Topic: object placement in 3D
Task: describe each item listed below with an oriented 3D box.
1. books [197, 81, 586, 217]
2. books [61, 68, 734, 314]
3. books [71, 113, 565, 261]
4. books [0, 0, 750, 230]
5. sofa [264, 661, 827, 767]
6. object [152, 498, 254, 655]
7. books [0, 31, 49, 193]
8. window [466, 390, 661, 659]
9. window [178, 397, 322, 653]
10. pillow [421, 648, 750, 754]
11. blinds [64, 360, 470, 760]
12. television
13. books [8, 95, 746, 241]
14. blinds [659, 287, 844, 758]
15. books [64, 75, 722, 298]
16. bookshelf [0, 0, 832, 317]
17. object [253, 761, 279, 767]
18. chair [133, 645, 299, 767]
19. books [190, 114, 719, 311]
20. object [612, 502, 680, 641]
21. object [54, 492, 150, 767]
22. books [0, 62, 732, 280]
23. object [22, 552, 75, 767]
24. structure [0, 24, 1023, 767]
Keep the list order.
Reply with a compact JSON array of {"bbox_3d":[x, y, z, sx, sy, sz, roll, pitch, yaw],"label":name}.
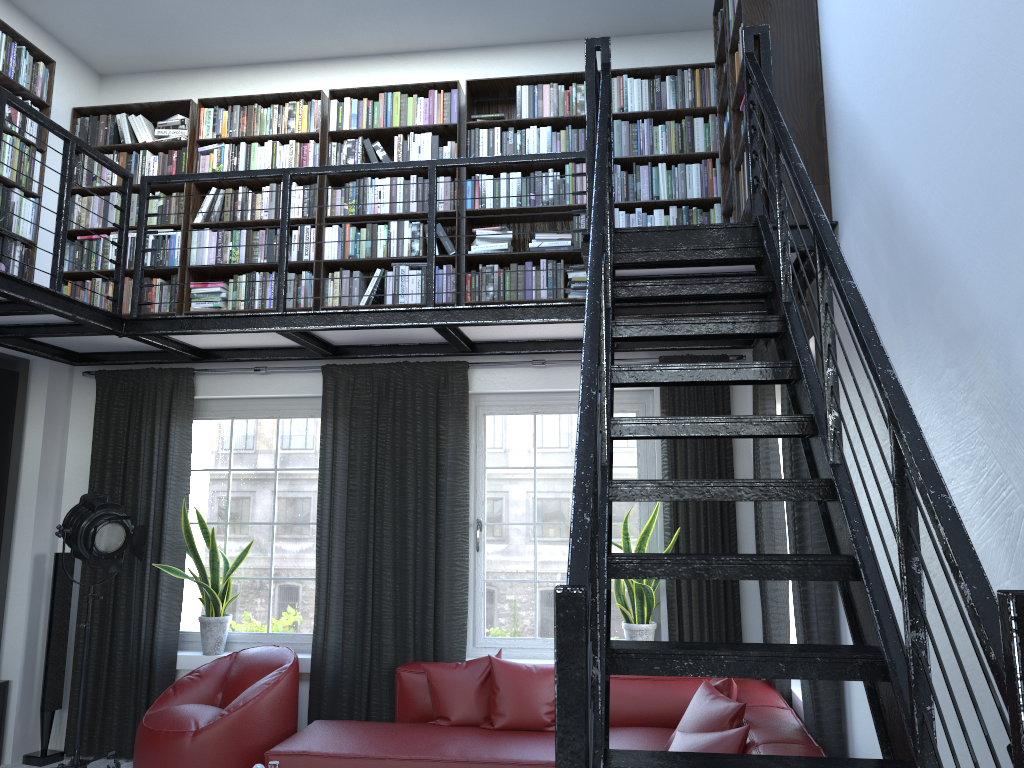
[{"bbox_3d":[-0.741,-1.448,5.692,2.636,0.833,0.212,-1,-10,8],"label":"books"},{"bbox_3d":[-0.824,-1.240,5.159,4.434,1.439,1.277,-1,-10,10],"label":"books"},{"bbox_3d":[-0.740,-1.156,5.624,4.441,1.406,0.240,-1,-11,8],"label":"books"},{"bbox_3d":[-0.887,-1.340,4.421,4.383,1.414,1.162,-1,-10,8],"label":"books"},{"bbox_3d":[-0.049,1.666,3.439,2.541,0.660,3.259,-1,-9,8],"label":"sofa"},{"bbox_3d":[-1.979,1.178,5.422,0.553,0.946,0.522,-3,-11,19],"label":"object"},{"bbox_3d":[-3.056,-1.387,4.172,0.315,1.432,2.192,-2,-9,8],"label":"books"},{"bbox_3d":[0.301,0.844,5.411,1.167,1.616,0.132,-1,-11,8],"label":"window"},{"bbox_3d":[-1.684,0.886,5.693,1.167,1.616,0.132,-1,-11,8],"label":"window"},{"bbox_3d":[0.500,1.557,4.323,0.980,0.404,1.949,7,-11,-39],"label":"pillow"},{"bbox_3d":[-1.507,1.051,5.420,2.508,2.402,0.124,-1,-11,8],"label":"blinds"},{"bbox_3d":[-3.303,0.805,3.813,0.116,2.443,3.331,-2,-9,8],"label":"television"},{"bbox_3d":[-0.947,-1.242,4.171,4.335,1.147,1.588,-1,-9,7],"label":"books"},{"bbox_3d":[1.274,0.887,4.330,0.527,2.396,1.738,2,-10,-10],"label":"blinds"},{"bbox_3d":[-0.738,-1.167,5.630,4.435,1.421,0.225,-1,-11,8],"label":"books"},{"bbox_3d":[-0.928,-1.290,4.285,4.475,1.627,3.069,-1,-9,8],"label":"bookshelf"},{"bbox_3d":[-0.893,1.579,3.368,1.008,0.296,0.509,-2,-9,11],"label":"object"},{"bbox_3d":[-1.586,1.826,4.792,0.829,0.716,0.827,5,-11,-30],"label":"chair"},{"bbox_3d":[-0.367,-1.024,5.562,3.391,1.130,0.239,-1,-11,8],"label":"books"},{"bbox_3d":[0.657,1.119,5.023,0.553,0.946,0.522,1,-10,-3],"label":"object"},{"bbox_3d":[-1.241,1.421,5.063,2.905,1.589,0.748,1,-10,-8],"label":"object"},{"bbox_3d":[-0.981,-1.417,3.899,4.376,1.418,2.191,-1,-9,7],"label":"books"},{"bbox_3d":[-2.796,1.652,5.396,0.157,1.229,0.156,-5,-11,23],"label":"object"},{"bbox_3d":[-1.042,0.248,3.237,4.488,3.376,4.586,-1,-9,8],"label":"structure"}]
